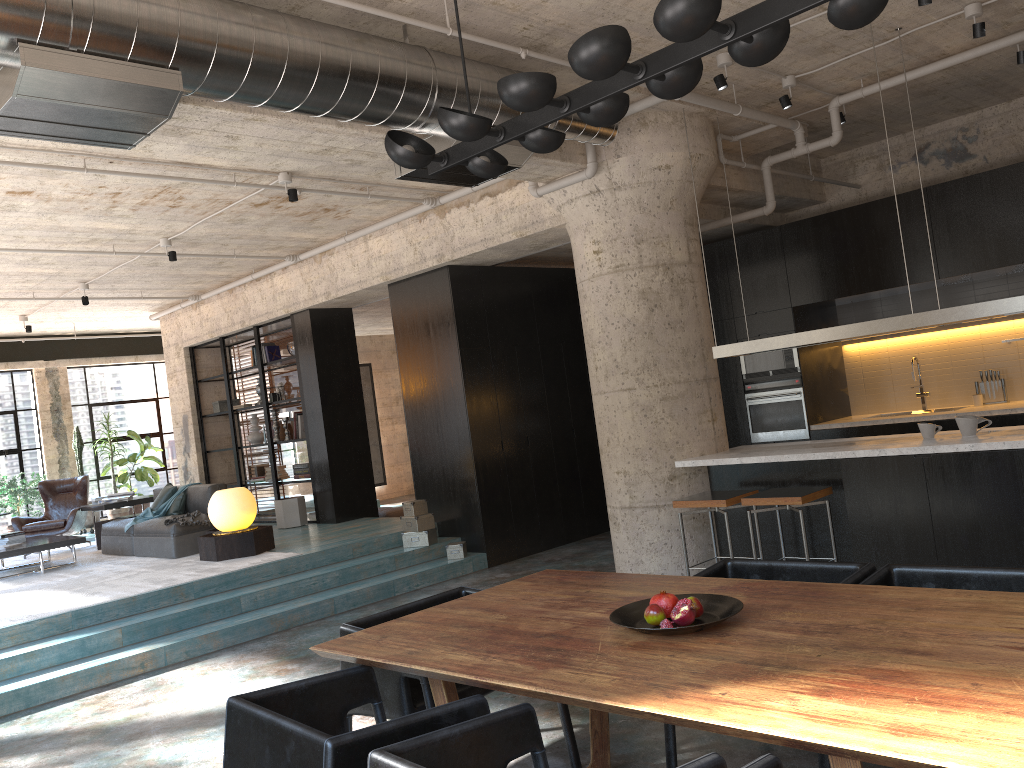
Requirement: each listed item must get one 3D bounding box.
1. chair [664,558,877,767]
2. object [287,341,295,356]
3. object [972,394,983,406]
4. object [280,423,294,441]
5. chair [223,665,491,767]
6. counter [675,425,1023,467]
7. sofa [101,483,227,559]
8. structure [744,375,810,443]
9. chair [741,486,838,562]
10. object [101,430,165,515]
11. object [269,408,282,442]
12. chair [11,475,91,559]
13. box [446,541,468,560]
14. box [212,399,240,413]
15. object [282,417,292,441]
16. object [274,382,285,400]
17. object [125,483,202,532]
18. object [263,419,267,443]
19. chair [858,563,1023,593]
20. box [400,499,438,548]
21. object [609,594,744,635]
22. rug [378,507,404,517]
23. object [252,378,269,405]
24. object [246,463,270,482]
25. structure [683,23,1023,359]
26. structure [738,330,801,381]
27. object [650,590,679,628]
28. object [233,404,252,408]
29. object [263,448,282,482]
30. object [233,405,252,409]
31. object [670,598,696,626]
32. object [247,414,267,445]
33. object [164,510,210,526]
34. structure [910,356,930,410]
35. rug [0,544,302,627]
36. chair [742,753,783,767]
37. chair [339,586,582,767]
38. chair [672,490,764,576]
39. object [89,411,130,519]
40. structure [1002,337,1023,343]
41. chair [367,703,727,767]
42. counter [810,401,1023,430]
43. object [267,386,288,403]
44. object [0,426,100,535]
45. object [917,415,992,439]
[{"bbox_3d":[1.074,1.125,3.569,0.754,0.738,0.707,-6,-2,-45],"label":"chair"},{"bbox_3d":[-2.668,-0.442,11.404,0.430,0.217,0.434,-6,-2,-42],"label":"object"},{"bbox_3d":[4.518,0.155,8.603,0.092,0.117,0.092,-7,-2,-6],"label":"object"},{"bbox_3d":[-3.024,0.646,11.899,0.189,0.230,0.190,-8,-2,0],"label":"object"},{"bbox_3d":[-0.466,1.308,2.709,0.754,0.738,0.707,-6,-2,-40],"label":"chair"},{"bbox_3d":[2.839,0.391,6.002,1.000,0.046,3.500,-6,-2,-45],"label":"counter"},{"bbox_3d":[-3.843,1.522,10.116,1.019,0.680,2.063,-6,-2,-45],"label":"sofa"},{"bbox_3d":[2.938,0.253,9.449,0.649,0.651,0.664,-6,-2,-45],"label":"structure"},{"bbox_3d":[1.950,1.097,6.144,0.450,0.698,0.450,-6,-2,-45],"label":"chair"},{"bbox_3d":[-6.131,1.519,14.430,0.921,1.543,0.817,-8,-2,14],"label":"object"},{"bbox_3d":[-3.192,0.561,12.024,0.191,0.447,0.192,-8,-2,3],"label":"object"},{"bbox_3d":[-5.929,1.713,11.601,0.820,0.940,0.975,-7,-2,-5],"label":"chair"},{"bbox_3d":[-0.539,1.627,8.669,0.172,0.140,0.187,-8,-2,8],"label":"box"},{"bbox_3d":[-4.038,0.313,12.540,0.306,0.157,0.312,-7,-2,-35],"label":"box"},{"bbox_3d":[-2.905,0.579,11.446,0.099,0.301,0.099,-9,-2,39],"label":"object"},{"bbox_3d":[-3.154,0.120,11.983,0.131,0.280,0.252,-6,-2,-37],"label":"object"},{"bbox_3d":[-3.924,1.397,10.169,0.985,0.438,0.444,-7,-2,-18],"label":"object"},{"bbox_3d":[-3.399,0.621,12.279,0.062,0.395,0.121,-6,-2,-42],"label":"object"},{"bbox_3d":[1.579,1.043,3.043,0.754,0.738,0.707,-6,-2,-45],"label":"chair"},{"bbox_3d":[-0.933,1.379,8.795,0.331,0.441,0.280,-9,-2,34],"label":"box"},{"bbox_3d":[0.537,0.748,2.907,0.435,0.079,0.435,-7,-2,-8],"label":"object"},{"bbox_3d":[-2.122,1.983,12.803,0.541,0.377,1.759,-6,-2,-45],"label":"rug"},{"bbox_3d":[-3.472,0.113,12.252,0.178,0.394,0.180,-9,-2,39],"label":"object"},{"bbox_3d":[-3.573,1.252,12.548,0.284,0.231,0.335,-6,-2,-45],"label":"object"},{"bbox_3d":[2.690,-1.422,5.938,0.538,2.100,3.117,-6,-2,-45],"label":"structure"},{"bbox_3d":[2.895,-0.311,9.497,0.612,0.450,0.659,-6,-2,-45],"label":"structure"},{"bbox_3d":[0.513,0.737,2.917,0.100,0.097,0.219,-8,-2,-1],"label":"object"},{"bbox_3d":[-3.748,0.302,12.289,0.227,0.024,0.166,-8,-2,24],"label":"object"},{"bbox_3d":[-3.142,1.071,11.676,0.218,0.433,0.218,-9,-2,37],"label":"object"},{"bbox_3d":[-3.754,0.331,12.286,0.243,0.034,0.179,-8,-2,23],"label":"object"},{"bbox_3d":[0.549,0.736,2.854,0.088,0.082,0.110,-7,-2,-5],"label":"object"},{"bbox_3d":[-3.609,0.635,12.498,0.265,0.432,0.265,-8,-2,-1],"label":"object"},{"bbox_3d":[-3.450,1.448,9.361,0.429,0.185,0.433,-9,-2,41],"label":"object"},{"bbox_3d":[4.090,-0.002,8.939,0.269,0.559,0.125,-6,-2,-45],"label":"structure"},{"bbox_3d":[-5.660,2.098,9.861,2.954,0.032,7.768,-6,-2,-45],"label":"rug"},{"bbox_3d":[0.654,1.126,1.527,0.754,0.738,0.707,-6,-2,-45],"label":"chair"},{"bbox_3d":[-0.259,1.308,3.740,0.707,0.738,0.754,-6,-2,-45],"label":"chair"},{"bbox_3d":[1.537,1.162,6.494,0.450,0.698,0.450,-6,-2,-45],"label":"chair"},{"bbox_3d":[-6.251,1.356,13.823,0.523,1.863,0.629,-8,-2,14],"label":"object"},{"bbox_3d":[5.170,-0.334,8.171,0.074,0.315,1.171,-6,-2,-45],"label":"structure"},{"bbox_3d":[0.088,1.217,2.075,0.754,0.738,0.707,-6,-2,-40],"label":"chair"},{"bbox_3d":[4.917,0.212,7.845,1.000,0.142,4.360,-6,-2,-45],"label":"counter"},{"bbox_3d":[-3.044,0.131,11.529,0.200,0.200,0.409,-7,-2,-35],"label":"object"},{"bbox_3d":[-7.204,1.554,13.494,0.971,1.708,1.641,-8,-2,21],"label":"object"},{"bbox_3d":[2.959,0.284,5.943,0.188,0.133,0.437,-6,-2,-44],"label":"object"}]
